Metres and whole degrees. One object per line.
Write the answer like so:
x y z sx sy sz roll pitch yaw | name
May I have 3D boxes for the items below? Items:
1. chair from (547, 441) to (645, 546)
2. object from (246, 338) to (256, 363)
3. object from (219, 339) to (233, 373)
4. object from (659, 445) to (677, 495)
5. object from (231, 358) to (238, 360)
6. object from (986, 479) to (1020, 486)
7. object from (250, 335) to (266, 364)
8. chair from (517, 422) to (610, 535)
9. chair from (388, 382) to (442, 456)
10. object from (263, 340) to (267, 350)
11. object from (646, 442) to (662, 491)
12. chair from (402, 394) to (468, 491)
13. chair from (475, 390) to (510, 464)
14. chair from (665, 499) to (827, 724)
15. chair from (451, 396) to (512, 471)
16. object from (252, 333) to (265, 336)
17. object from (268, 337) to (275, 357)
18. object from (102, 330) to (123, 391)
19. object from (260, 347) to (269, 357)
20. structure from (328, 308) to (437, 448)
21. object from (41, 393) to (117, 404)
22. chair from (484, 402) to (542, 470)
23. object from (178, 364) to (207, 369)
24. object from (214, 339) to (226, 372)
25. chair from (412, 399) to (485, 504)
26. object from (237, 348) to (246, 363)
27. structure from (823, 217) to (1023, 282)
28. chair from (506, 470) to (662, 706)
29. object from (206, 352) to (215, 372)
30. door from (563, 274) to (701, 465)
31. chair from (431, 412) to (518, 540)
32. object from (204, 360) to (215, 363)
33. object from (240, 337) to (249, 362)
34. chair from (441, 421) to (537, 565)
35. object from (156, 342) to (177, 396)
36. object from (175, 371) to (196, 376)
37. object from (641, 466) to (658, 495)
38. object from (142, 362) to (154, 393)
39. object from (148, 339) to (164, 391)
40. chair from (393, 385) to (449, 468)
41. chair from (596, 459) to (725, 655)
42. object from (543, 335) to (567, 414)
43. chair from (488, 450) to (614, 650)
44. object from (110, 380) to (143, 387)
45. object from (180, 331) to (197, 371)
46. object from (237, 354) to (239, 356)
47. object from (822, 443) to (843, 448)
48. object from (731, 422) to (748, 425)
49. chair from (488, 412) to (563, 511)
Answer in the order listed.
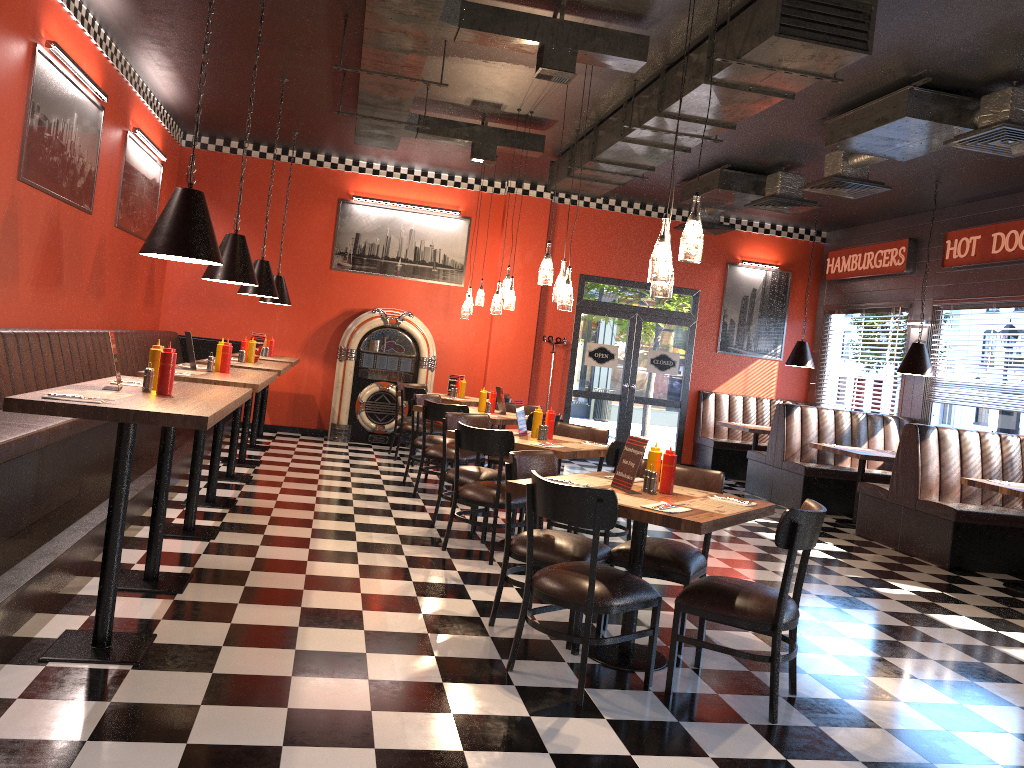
0.599 0.793 6.096 0.546 0.868 0.485 7 0 31 | chair
-2.399 -0.314 8.162 0.068 0.238 0.068 7 0 -22 | object
-1.971 -0.194 6.112 0.068 0.238 0.068 7 0 9 | object
0.756 0.411 4.279 0.068 0.238 0.067 6 0 32 | object
-2.646 -0.239 8.389 0.255 0.019 0.158 6 2 -14 | object
3.979 0.796 7.151 0.157 0.019 0.255 6 2 -10 | object
-2.403 -0.328 8.276 0.188 0.257 0.072 7 0 30 | object
0.417 0.748 6.788 0.487 0.868 0.543 7 0 34 | chair
-1.142 0.437 10.609 0.546 0.868 0.485 7 0 43 | chair
-2.899 -0.446 10.328 0.068 0.238 0.068 7 0 -18 | object
0.696 0.401 4.351 0.068 0.238 0.068 7 0 3 | object
-0.739 0.550 8.661 0.545 0.868 0.485 7 0 26 | chair
-0.359 0.519 10.850 0.487 0.868 0.543 7 0 43 | chair
1.035 0.920 3.851 0.545 0.868 0.485 7 0 28 | chair
-0.320 0.549 10.123 0.545 0.868 0.485 7 0 21 | chair
-2.969 -0.466 10.400 0.072 0.257 0.188 6 0 39 | object
-2.807 -0.435 10.336 0.068 0.238 0.068 7 0 -18 | object
-1.767 -0.106 3.950 0.072 0.257 0.188 7 0 -20 | object
-2.846 -0.383 10.221 0.093 0.136 0.047 6 0 -31 | object
-1.653 -0.104 11.529 1.293 1.769 0.500 7 0 -11 | structure
-1.621 0.052 3.337 0.255 0.019 0.158 6 2 -14 | object
-0.005 0.630 8.800 0.487 0.868 0.544 7 0 12 | chair
-2.250 -0.123 6.331 0.255 0.019 0.158 6 2 -14 | object
-2.031 -0.203 6.183 0.068 0.238 0.068 7 0 -2 | object
-0.557 0.595 7.970 0.487 0.868 0.543 7 0 29 | chair
-2.465 -0.267 8.090 0.094 0.136 0.046 7 0 44 | object
5.626 -1.376 7.220 0.119 0.438 11.277 7 2 -11 | structure
0.313 0.838 3.812 0.543 0.868 0.487 6 0 -44 | chair
-2.064 -0.151 6.069 0.046 0.136 0.094 7 0 -21 | object
1.669 -0.160 12.460 1.798 2.573 0.128 7 -1 -11 | door
-0.273 0.671 6.694 0.546 0.868 0.485 7 0 43 | chair
-2.466 -0.188 7.487 0.255 0.019 0.158 6 2 -14 | object
-2.480 -0.325 8.209 0.068 0.238 0.068 7 0 -17 | object
-0.135 0.713 5.957 0.487 0.868 0.543 7 0 37 | chair
-1.534 -0.069 3.941 0.067 0.238 0.068 7 -1 -36 | object
-2.041 -0.067 5.387 0.255 0.019 0.158 6 2 -14 | object
0.663 0.454 4.237 0.046 0.136 0.094 7 0 -21 | object
-1.645 -0.032 4.011 0.046 0.136 0.094 7 0 -20 | object
-1.658 -0.090 4.127 0.067 0.238 0.068 7 -1 -36 | object
-1.012 0.472 10.017 0.543 0.868 0.487 7 0 -36 | chair
0.794 0.865 4.639 0.487 0.868 0.543 7 0 28 | chair
0.488 0.180 11.998 0.375 1.659 0.374 6 0 11 | object
0.207 0.802 4.509 0.546 0.868 0.485 7 0 29 | chair
-1.798 -0.001 4.281 0.255 0.019 0.158 6 2 -14 | object
-2.200 -0.229 6.066 0.072 0.257 0.189 7 0 -32 | object
-2.847 -0.304 9.588 0.255 0.019 0.158 6 2 -14 | object
3.429 0.653 9.452 0.157 0.019 0.255 6 2 -6 | object
3.041 0.528 11.820 0.157 0.019 0.255 6 2 -11 | object
0.134 0.672 8.063 0.546 0.868 0.485 7 0 38 | chair
